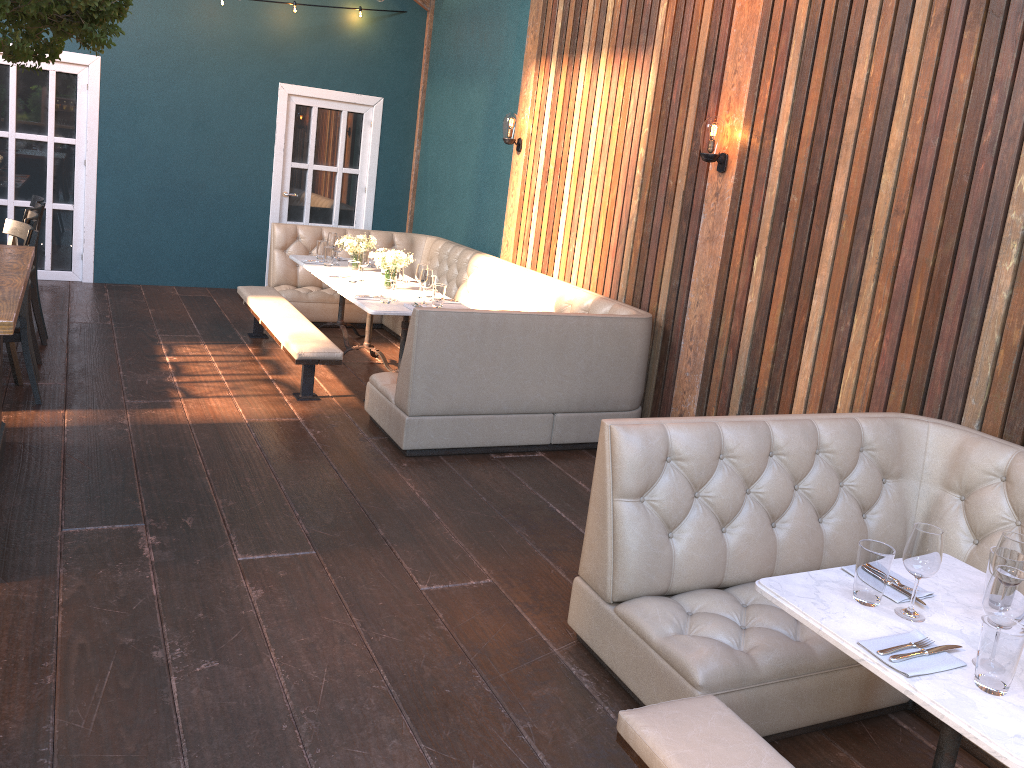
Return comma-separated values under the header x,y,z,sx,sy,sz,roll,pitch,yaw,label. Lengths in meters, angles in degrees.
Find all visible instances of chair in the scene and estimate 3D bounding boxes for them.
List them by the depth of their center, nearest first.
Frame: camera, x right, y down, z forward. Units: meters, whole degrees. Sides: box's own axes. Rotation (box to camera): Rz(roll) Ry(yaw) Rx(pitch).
x,y,z,sx,sy,sz,roll,pitch,yaw,label
-3.014,-0.411,5.036,0.541,1.008,0.482,-4,16,-43,chair
-3.246,-0.570,5.551,0.539,1.008,0.484,1,13,-27,chair
-3.487,-0.724,6.042,0.539,1.008,0.484,2,12,-22,chair
-3.729,-0.878,6.532,0.539,1.008,0.483,0,13,-32,chair

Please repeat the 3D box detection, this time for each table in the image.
x,y,z,sx,sy,sz,roll,pitch,yaw,label
1.148,0.964,2.333,0.798,0.664,0.810,0,14,-28,table
-0.763,-0.256,6.214,0.798,0.664,0.810,0,14,-28,table
-1.115,-0.481,6.929,0.798,0.664,0.810,1,14,-26,table
-1.467,-0.705,7.643,0.798,0.664,0.810,0,14,-27,table

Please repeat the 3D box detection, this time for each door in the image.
x,y,z,sx,sy,sz,roll,pitch,yaw,label
-5.231,-2.098,8.209,8.168,2.183,0.176,0,13,-27,door

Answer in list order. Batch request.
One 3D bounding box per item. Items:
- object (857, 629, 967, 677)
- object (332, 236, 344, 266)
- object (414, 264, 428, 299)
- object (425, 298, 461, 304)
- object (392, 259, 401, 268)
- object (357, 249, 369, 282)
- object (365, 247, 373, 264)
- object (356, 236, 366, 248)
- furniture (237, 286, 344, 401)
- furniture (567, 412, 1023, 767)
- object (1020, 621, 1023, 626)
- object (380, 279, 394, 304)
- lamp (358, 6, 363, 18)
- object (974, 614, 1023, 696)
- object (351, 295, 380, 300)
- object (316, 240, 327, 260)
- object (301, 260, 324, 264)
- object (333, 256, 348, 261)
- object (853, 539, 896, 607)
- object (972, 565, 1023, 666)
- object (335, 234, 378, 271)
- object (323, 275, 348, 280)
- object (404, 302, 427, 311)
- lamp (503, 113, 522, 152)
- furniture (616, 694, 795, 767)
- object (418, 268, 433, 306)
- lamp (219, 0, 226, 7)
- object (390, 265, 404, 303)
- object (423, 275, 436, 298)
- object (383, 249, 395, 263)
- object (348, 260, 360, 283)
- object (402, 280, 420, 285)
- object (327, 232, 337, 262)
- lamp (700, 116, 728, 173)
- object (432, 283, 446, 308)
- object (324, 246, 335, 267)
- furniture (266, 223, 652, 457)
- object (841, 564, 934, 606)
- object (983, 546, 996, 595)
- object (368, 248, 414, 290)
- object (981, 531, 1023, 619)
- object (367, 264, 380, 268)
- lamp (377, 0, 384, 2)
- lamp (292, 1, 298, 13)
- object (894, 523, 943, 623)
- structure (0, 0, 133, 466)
x,y,z,sx,sy,sz,roll,pitch,yaw,label
0.977,0.640,2.130,0.255,0.018,0.160,0,16,-26,object
-1.460,-1.113,7.404,0.092,0.241,0.093,10,11,15,object
-0.644,-0.728,6.280,0.092,0.241,0.093,11,12,20,object
-0.495,-0.594,6.279,0.255,0.018,0.160,0,16,-26,object
-0.923,-0.911,7.041,0.092,0.156,0.093,-3,15,-40,object
-1.134,-0.900,6.723,0.092,0.241,0.093,11,12,20,object
-1.268,-1.132,7.743,0.092,0.156,0.093,-3,15,-40,object
-1.314,-1.155,7.638,0.092,0.241,0.093,10,11,15,object
-1.737,-0.350,6.663,0.312,0.394,2.361,1,15,-26,furniture
1.905,1.096,1.797,1.708,0.848,4.216,0,16,-26,furniture
1.450,0.649,2.322,0.255,0.018,0.160,0,16,-26,object
-0.843,-0.621,5.939,0.092,0.156,0.093,-3,15,-40,object
-1.597,-3.925,9.344,0.056,0.119,0.057,-4,16,-44,lamp
1.098,0.616,2.000,0.092,0.156,0.093,-3,15,-40,object
-0.963,-0.598,6.069,0.255,0.018,0.160,0,16,-26,object
-1.654,-1.162,7.677,0.092,0.156,0.093,-3,15,-40,object
-1.637,-1.030,7.446,0.255,0.018,0.160,0,16,-26,object
-1.541,-1.109,7.804,0.157,0.018,0.258,0,16,-26,object
0.960,0.508,2.362,0.092,0.156,0.093,-3,15,-40,object
1.154,0.557,2.089,0.092,0.241,0.093,11,12,20,object
-1.277,-1.090,7.272,0.331,0.306,0.338,14,14,27,object
-1.310,-0.817,6.765,0.255,0.018,0.160,0,16,-26,object
-0.629,-0.518,5.914,0.157,0.018,0.258,0,16,-26,object
-0.001,-2.167,7.602,0.178,0.316,0.148,1,13,-27,lamp
0.884,1.322,1.343,0.312,0.394,2.361,1,15,-26,furniture
-0.590,-0.664,6.056,0.092,0.241,0.093,11,12,20,object
-2.743,-3.638,8.384,0.056,0.118,0.062,1,13,-26,lamp
-0.787,-0.681,6.027,0.092,0.241,0.093,11,12,20,object
-0.599,-0.705,6.384,0.092,0.156,0.093,-3,15,-40,object
-0.968,-0.934,6.937,0.092,0.241,0.093,11,12,20,object
-1.189,-0.841,6.635,0.092,0.156,0.093,-3,15,-40,object
-0.819,-0.800,6.936,0.255,0.018,0.160,0,16,-26,object
-1.553,-1.180,7.622,0.092,0.241,0.093,10,11,15,object
1.185,-1.410,5.195,0.178,0.316,0.148,1,13,-27,lamp
-0.499,-0.599,6.016,0.092,0.156,0.093,-3,15,-40,object
-1.516,-1.054,7.316,0.092,0.156,0.093,-3,15,-40,object
-0.701,-0.566,7.087,1.708,0.848,4.216,0,16,-26,furniture
1.072,0.561,2.489,0.157,0.018,0.258,0,16,-26,object
1.346,0.538,2.427,0.092,0.156,0.093,-3,15,-40,object
-0.905,-0.862,6.550,0.337,0.306,0.332,10,13,15,object
1.300,0.515,2.323,0.092,0.241,0.093,11,12,20,object
-1.164,-1.021,7.638,0.255,0.018,0.160,0,16,-26,object
-0.726,-2.176,4.893,0.057,0.119,0.056,16,15,39,lamp
-2.172,-3.774,8.862,0.056,0.119,0.057,6,11,-6,lamp
1.061,0.490,2.306,0.092,0.241,0.093,11,12,20,object
-2.713,-1.266,3.150,2.711,3.651,2.892,3,13,-18,structure
